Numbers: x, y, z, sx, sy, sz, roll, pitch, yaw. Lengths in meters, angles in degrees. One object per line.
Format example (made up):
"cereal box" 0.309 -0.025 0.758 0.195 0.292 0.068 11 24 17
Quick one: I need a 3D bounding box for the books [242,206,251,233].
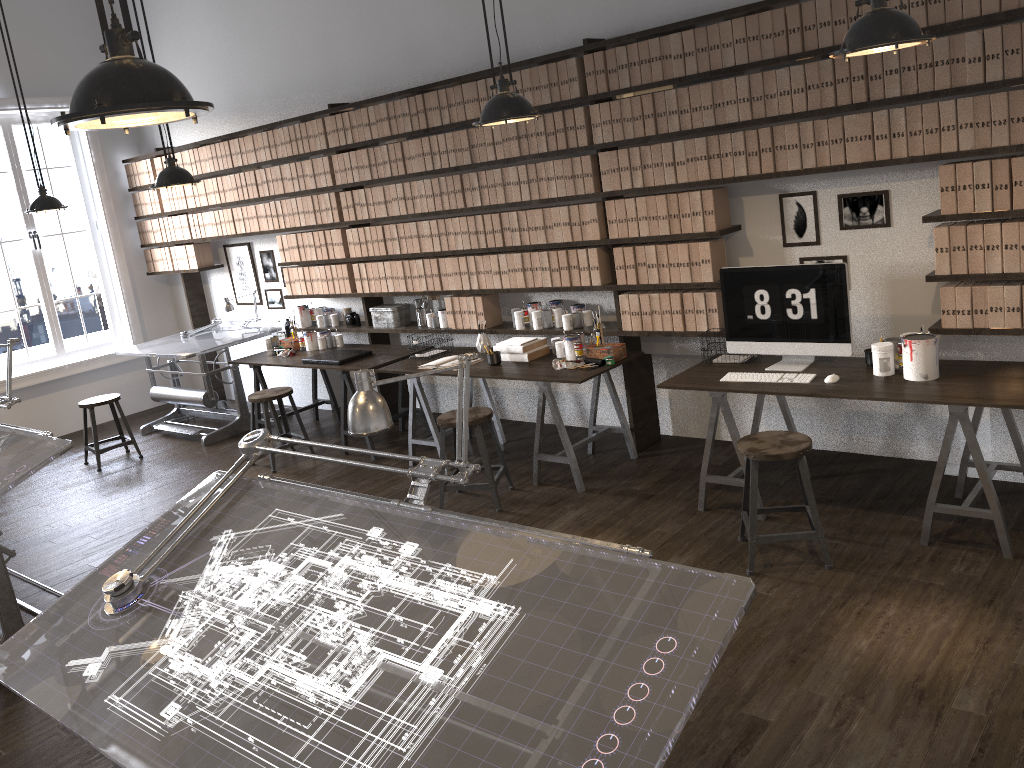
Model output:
"books" -2.183 -1.404 7.519 0.067 0.223 0.176 1 15 41

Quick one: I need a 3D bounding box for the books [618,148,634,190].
"books" 0.690 -1.231 5.047 0.067 0.223 0.176 1 15 41

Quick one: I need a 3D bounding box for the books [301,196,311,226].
"books" -1.549 -1.371 6.972 0.067 0.223 0.176 1 15 41

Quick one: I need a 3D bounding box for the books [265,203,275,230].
"books" -1.927 -1.387 7.294 0.067 0.224 0.176 1 15 41

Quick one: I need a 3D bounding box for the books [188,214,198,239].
"books" -2.835 -1.443 8.074 0.067 0.223 0.176 1 15 41

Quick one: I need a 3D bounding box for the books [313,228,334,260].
"books" -1.462 -1.102 6.984 0.067 0.223 0.176 1 15 41

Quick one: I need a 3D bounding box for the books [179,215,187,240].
"books" -2.951 -1.457 8.173 0.067 0.223 0.176 1 15 41

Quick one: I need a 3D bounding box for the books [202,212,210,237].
"books" -2.664 -1.433 7.932 0.067 0.223 0.176 1 15 41

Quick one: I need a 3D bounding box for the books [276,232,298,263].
"books" -1.832 -1.123 7.294 0.067 0.224 0.176 1 15 41

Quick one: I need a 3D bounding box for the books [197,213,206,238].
"books" -2.718 -1.436 7.976 0.067 0.223 0.176 1 15 41

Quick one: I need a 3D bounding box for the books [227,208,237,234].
"books" -2.351 -1.412 7.656 0.067 0.224 0.176 1 15 41

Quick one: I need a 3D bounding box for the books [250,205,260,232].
"books" -2.082 -1.396 7.425 0.067 0.224 0.176 1 15 41

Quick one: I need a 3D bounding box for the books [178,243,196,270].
"books" -3.021 -1.197 8.318 0.067 0.223 0.176 1 15 41

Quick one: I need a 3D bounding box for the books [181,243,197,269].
"books" -2.973 -1.192 8.271 0.067 0.224 0.176 1 15 41

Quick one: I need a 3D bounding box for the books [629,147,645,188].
"books" 0.748 -1.229 5.002 0.067 0.223 0.176 1 15 41

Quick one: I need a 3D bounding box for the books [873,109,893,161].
"books" 1.755 -1.166 4.135 0.067 0.223 0.176 1 15 41

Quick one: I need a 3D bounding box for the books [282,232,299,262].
"books" -1.776 -1.120 7.249 0.067 0.223 0.176 1 15 41

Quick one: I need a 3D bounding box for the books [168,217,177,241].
"books" -3.114 -1.467 8.311 0.067 0.223 0.176 1 15 41

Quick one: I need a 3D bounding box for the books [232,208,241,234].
"books" -2.290 -1.410 7.612 0.067 0.223 0.176 1 15 41

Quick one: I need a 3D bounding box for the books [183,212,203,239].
"books" -2.906 -1.453 8.128 0.067 0.224 0.176 1 15 41

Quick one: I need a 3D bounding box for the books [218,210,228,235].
"books" -2.455 -1.420 7.750 0.067 0.223 0.176 1 15 41

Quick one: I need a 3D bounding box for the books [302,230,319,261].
"books" -1.571 -1.108 7.076 0.067 0.223 0.176 1 15 41

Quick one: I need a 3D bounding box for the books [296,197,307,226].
"books" -1.598 -1.374 7.012 0.067 0.223 0.176 1 15 41

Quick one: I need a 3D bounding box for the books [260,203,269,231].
"books" -1.981 -1.390 7.342 0.067 0.223 0.176 1 15 41

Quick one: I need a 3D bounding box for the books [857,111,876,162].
"books" 1.700 -1.169 4.182 0.067 0.224 0.176 1 15 41

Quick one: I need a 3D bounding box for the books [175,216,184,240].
"books" -3.007 -1.461 8.222 0.067 0.223 0.176 1 15 41

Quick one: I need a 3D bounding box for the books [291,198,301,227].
"books" -1.655 -1.377 7.058 0.067 0.224 0.176 1 15 41

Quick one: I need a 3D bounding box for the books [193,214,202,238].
"books" -2.774 -1.438 8.019 0.067 0.224 0.176 1 15 41

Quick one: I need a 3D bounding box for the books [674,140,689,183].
"books" 0.962 -1.216 4.819 0.067 0.223 0.176 1 15 41

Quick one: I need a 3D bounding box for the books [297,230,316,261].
"books" -1.624 -1.111 7.122 0.067 0.223 0.176 1 15 41

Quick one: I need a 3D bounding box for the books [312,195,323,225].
"books" -1.447 -1.365 6.886 0.067 0.223 0.176 1 15 41

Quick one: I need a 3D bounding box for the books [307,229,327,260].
"books" -1.519 -1.104 7.027 0.067 0.223 0.176 1 15 41

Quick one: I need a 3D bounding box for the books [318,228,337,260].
"books" -1.409 -1.097 6.931 0.067 0.224 0.176 1 15 41

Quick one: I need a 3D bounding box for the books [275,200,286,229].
"books" -1.813 -1.387 7.196 0.067 0.223 0.176 1 15 41

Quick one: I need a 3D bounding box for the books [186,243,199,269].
"books" -2.916 -1.191 8.230 0.067 0.223 0.176 1 15 41

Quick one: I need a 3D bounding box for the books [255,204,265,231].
"books" -2.028 -1.394 7.385 0.067 0.223 0.176 1 15 41

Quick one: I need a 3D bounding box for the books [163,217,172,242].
"books" -3.171 -1.469 8.356 0.067 0.223 0.176 1 15 41

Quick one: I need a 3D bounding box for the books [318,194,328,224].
"books" -1.393 -1.362 6.840 0.067 0.223 0.176 1 15 41

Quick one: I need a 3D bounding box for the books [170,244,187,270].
"books" -3.126 -1.202 8.403 0.067 0.224 0.176 1 15 41

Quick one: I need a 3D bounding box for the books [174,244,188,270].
"books" -3.070 -1.199 8.357 0.067 0.223 0.176 1 15 41

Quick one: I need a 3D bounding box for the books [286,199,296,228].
"books" -1.705 -1.381 7.107 0.067 0.223 0.176 1 15 41

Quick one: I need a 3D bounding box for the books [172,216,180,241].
"books" -3.059 -1.464 8.269 0.067 0.223 0.176 1 15 41

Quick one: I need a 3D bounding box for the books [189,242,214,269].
"books" -2.864 -1.187 8.184 0.067 0.223 0.176 1 15 41

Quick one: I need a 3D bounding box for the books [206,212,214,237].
"books" -2.613 -1.429 7.884 0.067 0.223 0.176 1 15 41

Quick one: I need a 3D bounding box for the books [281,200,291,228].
"books" -1.757 -1.385 7.153 0.067 0.223 0.176 1 15 41

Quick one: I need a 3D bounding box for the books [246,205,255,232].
"books" -2.129 -1.400 7.473 0.067 0.223 0.176 1 15 41

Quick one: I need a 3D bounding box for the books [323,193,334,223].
"books" -1.342 -1.357 6.791 0.067 0.223 0.176 1 15 41

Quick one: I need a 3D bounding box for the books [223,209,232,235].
"books" -2.403 -1.417 7.709 0.067 0.223 0.176 1 15 41

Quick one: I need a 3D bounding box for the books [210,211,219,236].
"books" -2.560 -1.425 7.835 0.067 0.223 0.176 1 15 41

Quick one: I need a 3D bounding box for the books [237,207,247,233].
"books" -2.239 -1.406 7.562 0.067 0.223 0.176 1 15 41

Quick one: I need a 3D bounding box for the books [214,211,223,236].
"books" -2.506 -1.421 7.787 0.067 0.224 0.176 1 15 41

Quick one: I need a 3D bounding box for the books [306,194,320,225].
"books" -1.502 -1.367 6.926 0.067 0.224 0.176 1 15 41

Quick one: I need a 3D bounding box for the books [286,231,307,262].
"books" -1.727 -1.117 7.209 0.067 0.223 0.176 1 15 41

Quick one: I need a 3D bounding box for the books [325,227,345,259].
"books" -1.349 -1.095 6.887 0.067 0.223 0.176 1 15 41

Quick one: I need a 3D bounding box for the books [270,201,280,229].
"books" -1.870 -1.389 7.241 0.067 0.223 0.176 1 15 41
